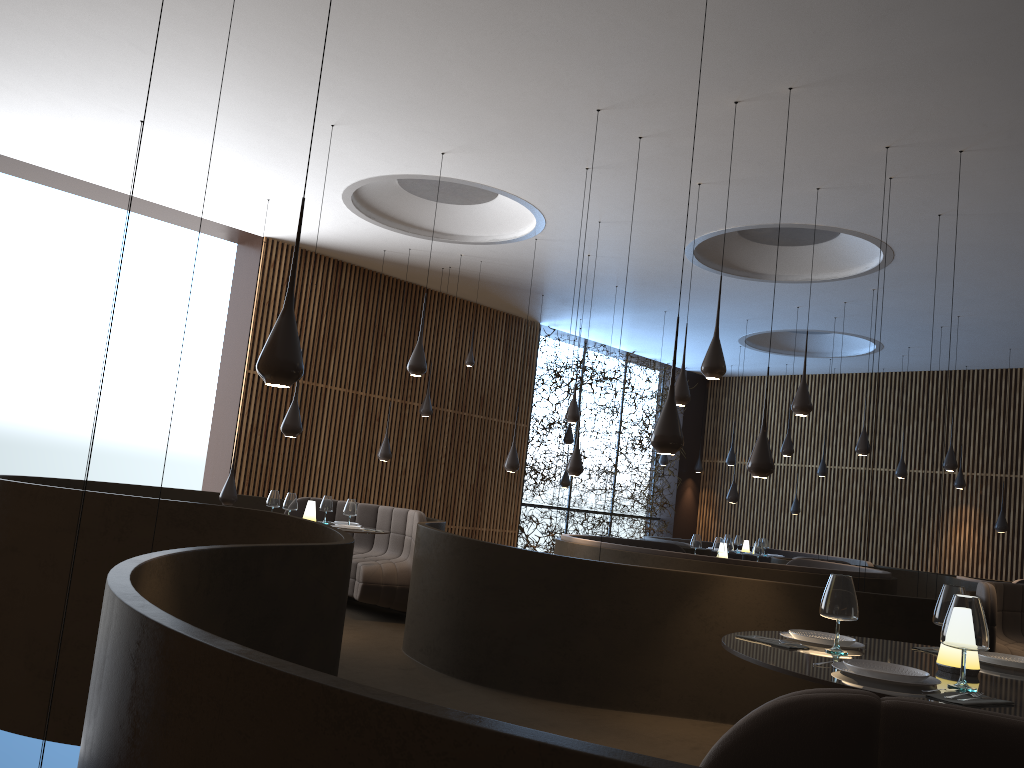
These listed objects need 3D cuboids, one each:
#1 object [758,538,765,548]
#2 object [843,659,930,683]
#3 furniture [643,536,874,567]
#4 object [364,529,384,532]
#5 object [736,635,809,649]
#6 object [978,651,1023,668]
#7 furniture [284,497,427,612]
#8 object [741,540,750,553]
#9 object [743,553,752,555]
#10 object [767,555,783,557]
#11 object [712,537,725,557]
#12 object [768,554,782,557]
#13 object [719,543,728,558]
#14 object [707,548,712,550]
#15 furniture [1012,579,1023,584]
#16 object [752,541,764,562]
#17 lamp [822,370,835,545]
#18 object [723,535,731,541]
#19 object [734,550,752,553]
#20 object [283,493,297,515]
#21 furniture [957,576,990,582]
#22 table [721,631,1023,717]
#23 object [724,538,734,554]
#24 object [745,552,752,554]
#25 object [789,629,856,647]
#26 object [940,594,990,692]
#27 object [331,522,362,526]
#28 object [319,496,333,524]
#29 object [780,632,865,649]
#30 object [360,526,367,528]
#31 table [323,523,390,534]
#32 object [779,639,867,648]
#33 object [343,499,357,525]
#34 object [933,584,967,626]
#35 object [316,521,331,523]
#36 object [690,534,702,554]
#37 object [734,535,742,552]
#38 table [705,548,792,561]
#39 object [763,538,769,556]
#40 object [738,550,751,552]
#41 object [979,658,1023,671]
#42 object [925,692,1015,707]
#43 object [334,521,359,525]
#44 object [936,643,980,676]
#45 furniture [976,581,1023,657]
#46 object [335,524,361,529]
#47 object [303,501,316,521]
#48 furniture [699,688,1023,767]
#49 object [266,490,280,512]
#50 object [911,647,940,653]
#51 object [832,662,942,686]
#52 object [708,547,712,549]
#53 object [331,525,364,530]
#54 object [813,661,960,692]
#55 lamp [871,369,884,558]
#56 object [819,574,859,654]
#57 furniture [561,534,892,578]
[{"bbox_3d":[4.279,2.805,15.252,0.142,0.294,0.142,1,-8,39],"label":"object"},{"bbox_3d":[1.222,0.941,2.900,0.263,0.029,0.264,0,-10,37],"label":"object"},{"bbox_3d":[4.184,3.383,15.352,3.881,1.044,3.805,3,-8,23],"label":"furniture"},{"bbox_3d":[-1.442,1.498,9.086,0.262,0.017,0.127,0,-10,38],"label":"object"},{"bbox_3d":[1.020,1.015,3.483,0.127,0.017,0.262,12,-9,-35],"label":"object"},{"bbox_3d":[2.011,1.117,3.570,0.263,0.029,0.264,1,-9,36],"label":"object"},{"bbox_3d":[-1.834,1.852,9.870,2.531,1.057,0.934,0,-9,42],"label":"furniture"},{"bbox_3d":[4.129,2.872,15.639,0.142,0.231,0.145,3,-7,26],"label":"object"},{"bbox_3d":[4.092,2.901,15.084,0.331,0.014,0.333,1,-9,32],"label":"object"},{"bbox_3d":[4.630,3.029,15.597,0.331,0.014,0.333,2,-9,31],"label":"object"},{"bbox_3d":[2.426,1.954,10.416,0.142,0.294,0.142,5,-6,7],"label":"object"},{"bbox_3d":[4.631,3.019,15.598,0.263,0.029,0.264,1,-9,34],"label":"object"},{"bbox_3d":[2.568,2.052,10.802,0.145,0.231,0.142,10,-7,-28],"label":"object"},{"bbox_3d":[3.590,2.920,15.634,0.332,0.014,0.333,-1,-10,43],"label":"object"},{"bbox_3d":[8.957,3.419,11.957,1.982,1.044,3.943,8,-8,-12],"label":"furniture"},{"bbox_3d":[2.948,2.039,10.627,0.142,0.294,0.142,4,-7,17],"label":"object"},{"bbox_3d":[6.086,2.790,17.312,0.196,6.259,0.196,10,-7,-29],"label":"lamp"},{"bbox_3d":[3.755,2.778,15.470,0.142,0.294,0.142,1,-8,40],"label":"object"},{"bbox_3d":[4.221,3.057,16.144,0.332,0.014,0.333,-1,-11,44],"label":"object"},{"bbox_3d":[-2.210,1.234,8.827,0.142,0.294,0.142,0,-9,43],"label":"object"},{"bbox_3d":[6.554,3.160,11.697,0.900,1.044,2.538,6,-7,-2],"label":"furniture"},{"bbox_3d":[1.563,1.552,3.164,1.676,1.021,1.673,11,-9,-35],"label":"table"},{"bbox_3d":[2.726,2.089,11.181,0.142,0.294,0.142,9,-7,-22],"label":"object"},{"bbox_3d":[4.093,2.892,15.085,0.264,0.029,0.263,12,-10,-38],"label":"object"},{"bbox_3d":[1.275,1.047,3.645,0.263,0.029,0.264,4,-8,16],"label":"object"},{"bbox_3d":[1.463,0.834,2.865,0.142,0.294,0.142,9,-7,-20],"label":"object"},{"bbox_3d":[-1.792,1.521,9.590,0.332,0.014,0.333,0,-10,37],"label":"object"},{"bbox_3d":[-2.005,1.355,9.563,0.142,0.294,0.142,5,-7,14],"label":"object"},{"bbox_3d":[1.273,1.057,3.644,0.332,0.014,0.332,12,-9,-35],"label":"object"},{"bbox_3d":[-1.788,1.522,9.588,0.410,0.012,0.205,1,-9,33],"label":"object"},{"bbox_3d":[-2.150,1.941,9.084,1.672,1.021,1.678,1,-9,37],"label":"table"},{"bbox_3d":[1.277,1.059,3.648,0.412,0.012,0.204,13,-10,-40],"label":"object"},{"bbox_3d":[-1.664,1.331,9.108,0.142,0.294,0.142,12,-8,-41],"label":"object"},{"bbox_3d":[1.795,0.971,3.616,0.142,0.294,0.142,0,-9,43],"label":"object"},{"bbox_3d":[-2.023,1.529,9.785,0.126,0.017,0.263,1,-10,37],"label":"object"},{"bbox_3d":[2.285,2.019,11.018,0.142,0.294,0.142,5,-7,13],"label":"object"},{"bbox_3d":[4.075,2.883,15.993,0.142,0.294,0.142,12,-9,-43],"label":"object"},{"bbox_3d":[4.061,3.491,15.573,1.671,1.021,1.678,5,-7,7],"label":"table"},{"bbox_3d":[4.507,2.904,15.799,0.142,0.294,0.142,6,-6,-1],"label":"object"},{"bbox_3d":[4.222,3.048,16.145,0.263,0.029,0.264,0,-10,37],"label":"object"},{"bbox_3d":[2.010,1.127,3.568,0.333,0.014,0.332,13,-10,-43],"label":"object"},{"bbox_3d":[1.359,0.937,2.630,0.262,0.017,0.126,11,-9,-30],"label":"object"},{"bbox_3d":[-1.791,1.511,9.591,0.263,0.029,0.264,5,-8,12],"label":"object"},{"bbox_3d":[1.630,0.933,3.231,0.142,0.231,0.145,3,-7,24],"label":"object"},{"bbox_3d":[5.100,2.496,8.530,2.538,1.057,0.931,12,-9,-38],"label":"furniture"},{"bbox_3d":[-1.640,1.430,8.865,0.263,0.029,0.264,3,-8,23],"label":"object"},{"bbox_3d":[-2.082,1.322,9.151,0.142,0.231,0.145,9,-7,-23],"label":"object"},{"bbox_3d":[2.327,1.324,2.258,4.250,1.118,1.470,11,-8,-30],"label":"furniture"},{"bbox_3d":[-2.483,1.256,9.214,0.142,0.294,0.142,4,-7,19],"label":"object"},{"bbox_3d":[1.853,1.152,3.826,0.262,0.017,0.126,11,-9,-34],"label":"object"},{"bbox_3d":[1.221,0.951,2.899,0.332,0.014,0.332,11,-9,-33],"label":"object"},{"bbox_3d":[3.591,2.910,15.635,0.263,0.029,0.264,7,-8,-8],"label":"object"},{"bbox_3d":[-1.641,1.440,8.864,0.331,0.014,0.333,4,-8,16],"label":"object"},{"bbox_3d":[1.218,0.952,2.903,0.205,0.012,0.411,11,-9,-34],"label":"object"},{"bbox_3d":[6.837,2.802,16.788,0.196,6.259,0.196,8,-6,-19],"label":"lamp"},{"bbox_3d":[1.264,0.888,3.429,0.142,0.294,0.142,2,-7,31],"label":"object"},{"bbox_3d":[2.455,2.596,10.719,3.878,1.115,3.804,3,-8,21],"label":"furniture"}]
